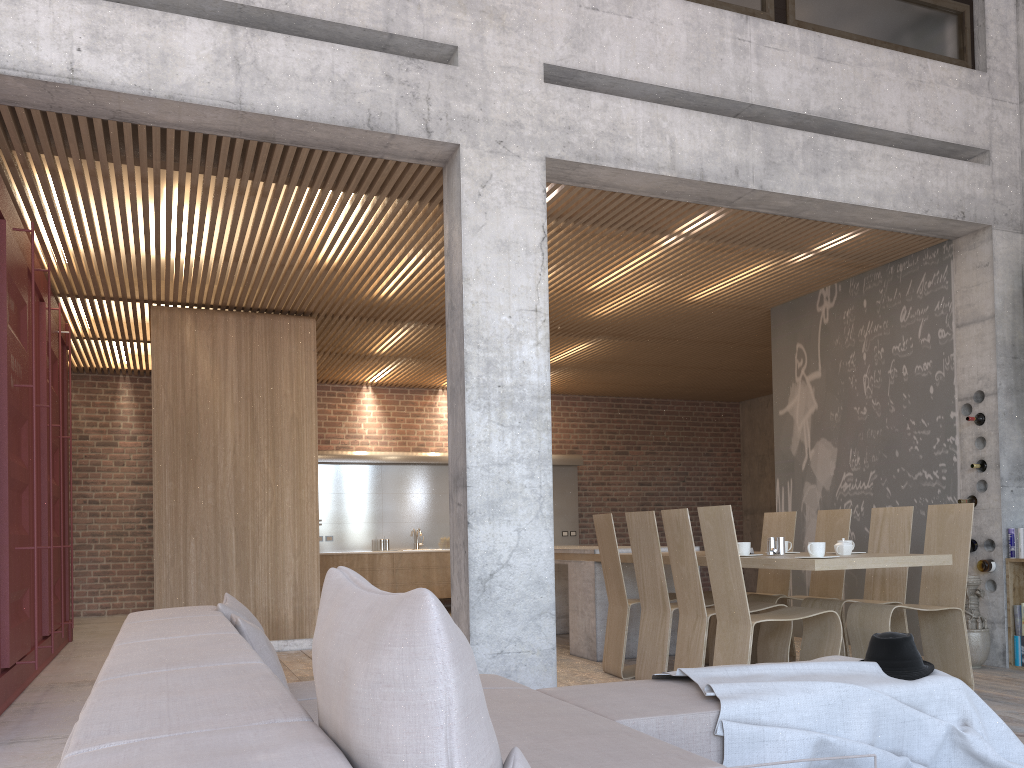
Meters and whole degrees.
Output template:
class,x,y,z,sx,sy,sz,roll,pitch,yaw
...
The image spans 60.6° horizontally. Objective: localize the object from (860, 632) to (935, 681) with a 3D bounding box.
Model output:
class,x,y,z,sx,sy,sz,roll,pitch,yaw
object,1.525,1.078,3.507,0.299,0.167,0.305,4,-9,-34

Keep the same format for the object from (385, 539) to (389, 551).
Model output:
class,x,y,z,sx,sy,sz,roll,pitch,yaw
object,-1.716,2.212,12.057,0.060,0.158,0.060,-1,-2,-6

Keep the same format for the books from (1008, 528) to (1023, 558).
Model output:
class,x,y,z,sx,sy,sz,roll,pitch,yaw
books,3.803,1.128,6.221,0.215,0.218,0.496,1,-9,-22

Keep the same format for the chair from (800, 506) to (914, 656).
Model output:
class,x,y,z,sx,sy,sz,roll,pitch,yaw
chair,2.360,1.436,5.982,0.722,1.185,0.351,1,-3,-26

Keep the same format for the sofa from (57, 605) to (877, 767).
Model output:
class,x,y,z,sx,sy,sz,roll,pitch,yaw
sofa,0.507,1.045,2.433,3.012,0.777,3.037,2,-10,-21

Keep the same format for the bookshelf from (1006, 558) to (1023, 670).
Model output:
class,x,y,z,sx,sy,sz,roll,pitch,yaw
bookshelf,4.742,1.232,3.987,0.303,0.792,5.393,0,-9,-22

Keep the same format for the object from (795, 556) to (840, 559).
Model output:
class,x,y,z,sx,sy,sz,roll,pitch,yaw
object,1.713,0.975,4.923,0.186,0.014,0.187,6,-12,-35

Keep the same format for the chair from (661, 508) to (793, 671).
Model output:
class,x,y,z,sx,sy,sz,roll,pitch,yaw
chair,1.369,1.388,5.587,0.722,1.185,0.351,0,-2,-17

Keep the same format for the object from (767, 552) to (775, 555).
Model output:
class,x,y,z,sx,sy,sz,roll,pitch,yaw
object,1.647,1.078,5.585,0.051,0.019,0.051,6,-11,-39

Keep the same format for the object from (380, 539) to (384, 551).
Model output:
class,x,y,z,sx,sy,sz,roll,pitch,yaw
object,-1.782,2.208,12.030,0.060,0.158,0.060,-1,-2,-6

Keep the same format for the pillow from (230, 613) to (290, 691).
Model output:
class,x,y,z,sx,sy,sz,roll,pitch,yaw
pillow,-0.837,0.934,2.890,0.187,0.355,0.374,0,-6,-22

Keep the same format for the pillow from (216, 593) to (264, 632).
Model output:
class,x,y,z,sx,sy,sz,roll,pitch,yaw
pillow,-1.002,0.963,3.248,0.188,0.363,0.366,0,-6,-17

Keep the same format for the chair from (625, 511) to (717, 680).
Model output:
class,x,y,z,sx,sy,sz,roll,pitch,yaw
chair,1.197,1.474,6.063,0.722,1.185,0.351,0,-2,-25

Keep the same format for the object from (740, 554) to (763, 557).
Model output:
class,x,y,z,sx,sy,sz,roll,pitch,yaw
object,1.482,1.099,5.613,0.186,0.014,0.187,6,-12,-35

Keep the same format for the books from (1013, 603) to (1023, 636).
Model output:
class,x,y,z,sx,sy,sz,roll,pitch,yaw
books,3.878,1.664,6.095,0.300,0.259,0.726,1,-9,-17

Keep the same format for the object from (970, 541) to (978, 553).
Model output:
class,x,y,z,sx,sy,sz,roll,pitch,yaw
object,3.594,1.242,6.714,0.335,0.089,0.091,3,-7,-22

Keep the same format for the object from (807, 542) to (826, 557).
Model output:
class,x,y,z,sx,sy,sz,roll,pitch,yaw
object,1.707,0.931,4.911,0.093,0.087,0.118,-4,-7,22

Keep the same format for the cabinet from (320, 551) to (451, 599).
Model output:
class,x,y,z,sx,sy,sz,roll,pitch,yaw
cabinet,-0.829,2.008,12.575,4.117,2.058,1.085,2,-4,-22

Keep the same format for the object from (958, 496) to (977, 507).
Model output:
class,x,y,z,sx,sy,sz,roll,pitch,yaw
object,3.523,0.892,6.662,0.338,0.094,0.096,3,-7,-22

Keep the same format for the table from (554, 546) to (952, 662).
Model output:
class,x,y,z,sx,sy,sz,roll,pitch,yaw
table,1.149,1.830,7.324,1.012,0.911,5.257,1,-10,-22

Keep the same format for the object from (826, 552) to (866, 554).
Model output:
class,x,y,z,sx,sy,sz,roll,pitch,yaw
object,2.157,1.095,5.666,0.185,0.014,0.188,2,-10,-18

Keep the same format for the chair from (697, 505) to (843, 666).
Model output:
class,x,y,z,sx,sy,sz,roll,pitch,yaw
chair,1.499,1.300,5.093,0.722,1.185,0.351,0,-2,-18

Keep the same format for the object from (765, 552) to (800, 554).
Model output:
class,x,y,z,sx,sy,sz,roll,pitch,yaw
object,1.868,1.169,6.059,0.185,0.014,0.188,0,-10,-9

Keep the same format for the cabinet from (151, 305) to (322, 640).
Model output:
class,x,y,z,sx,sy,sz,roll,pitch,yaw
cabinet,-3.236,1.166,9.945,1.517,3.097,3.801,0,-6,-22

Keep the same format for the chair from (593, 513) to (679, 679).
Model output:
class,x,y,z,sx,sy,sz,roll,pitch,yaw
chair,1.016,1.559,6.535,0.722,1.185,0.351,0,-2,-17

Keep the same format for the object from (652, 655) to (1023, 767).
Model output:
class,x,y,z,sx,sy,sz,roll,pitch,yaw
object,1.367,1.338,3.451,1.596,0.498,1.059,-1,-8,-3

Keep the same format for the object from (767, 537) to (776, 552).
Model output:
class,x,y,z,sx,sy,sz,roll,pitch,yaw
object,1.672,1.043,5.645,0.052,0.109,0.053,-2,-3,23

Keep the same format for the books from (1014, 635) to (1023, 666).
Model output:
class,x,y,z,sx,sy,sz,roll,pitch,yaw
books,3.756,1.929,6.341,0.204,0.218,0.276,1,-7,-22

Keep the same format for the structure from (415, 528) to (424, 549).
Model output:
class,x,y,z,sx,sy,sz,roll,pitch,yaw
structure,-1.281,2.265,12.350,0.115,0.472,0.250,0,-3,-22

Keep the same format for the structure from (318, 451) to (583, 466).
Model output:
class,x,y,z,sx,sy,sz,roll,pitch,yaw
structure,-0.852,1.077,12.606,4.080,0.156,0.210,3,-8,-22

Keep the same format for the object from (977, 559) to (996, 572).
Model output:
class,x,y,z,sx,sy,sz,roll,pitch,yaw
object,3.620,1.351,6.534,0.338,0.094,0.096,3,-7,-22

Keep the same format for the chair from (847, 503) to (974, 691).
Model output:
class,x,y,z,sx,sy,sz,roll,pitch,yaw
chair,2.502,1.348,5.494,0.722,1.185,0.351,0,-2,-22

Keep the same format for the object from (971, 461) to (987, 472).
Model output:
class,x,y,z,sx,sy,sz,roll,pitch,yaw
object,3.588,0.618,6.596,0.347,0.093,0.094,3,-7,-22

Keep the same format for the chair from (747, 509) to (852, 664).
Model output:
class,x,y,z,sx,sy,sz,roll,pitch,yaw
chair,2.097,1.517,6.422,0.722,1.185,0.351,0,-2,-22

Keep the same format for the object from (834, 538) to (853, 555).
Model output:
class,x,y,z,sx,sy,sz,roll,pitch,yaw
object,2.048,1.008,5.418,0.123,0.111,0.090,2,-6,-31

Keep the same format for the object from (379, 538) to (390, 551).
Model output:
class,x,y,z,sx,sy,sz,roll,pitch,yaw
object,-1.750,2.191,12.044,0.144,0.209,0.053,0,-2,-22

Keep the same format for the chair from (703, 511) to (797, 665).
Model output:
class,x,y,z,sx,sy,sz,roll,pitch,yaw
chair,1.853,1.600,6.870,0.722,1.185,0.351,1,-3,-28

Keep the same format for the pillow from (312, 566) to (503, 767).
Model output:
class,x,y,z,sx,sy,sz,roll,pitch,yaw
pillow,-0.137,0.526,1.176,0.221,0.552,0.570,0,-6,-20

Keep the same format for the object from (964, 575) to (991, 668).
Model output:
class,x,y,z,sx,sy,sz,roll,pitch,yaw
object,3.391,1.755,6.483,0.250,0.677,0.272,-3,-3,30

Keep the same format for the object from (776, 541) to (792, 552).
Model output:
class,x,y,z,sx,sy,sz,roll,pitch,yaw
object,1.870,1.131,6.069,0.094,0.087,0.117,-6,-9,42

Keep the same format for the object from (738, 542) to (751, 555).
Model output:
class,x,y,z,sx,sy,sz,roll,pitch,yaw
object,1.476,1.055,5.601,0.093,0.087,0.118,-4,-7,22

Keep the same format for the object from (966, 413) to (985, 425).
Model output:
class,x,y,z,sx,sy,sz,roll,pitch,yaw
object,3.545,0.266,6.589,0.335,0.089,0.091,3,-7,-22

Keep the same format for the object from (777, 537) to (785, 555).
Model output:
class,x,y,z,sx,sy,sz,roll,pitch,yaw
object,1.721,1.035,5.614,0.052,0.111,0.053,-2,-3,23

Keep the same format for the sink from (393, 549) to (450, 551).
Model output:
class,x,y,z,sx,sy,sz,roll,pitch,yaw
sink,-1.227,2.387,12.140,0.730,0.190,0.530,3,-10,-22

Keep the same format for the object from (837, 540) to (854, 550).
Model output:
class,x,y,z,sx,sy,sz,roll,pitch,yaw
object,2.158,1.057,5.676,0.093,0.087,0.118,-5,-8,32

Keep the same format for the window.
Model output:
class,x,y,z,sx,sy,sz,roll,pitch,yaw
window,-0.445,-2.768,5.022,8.441,0.605,0.114,3,-3,-22

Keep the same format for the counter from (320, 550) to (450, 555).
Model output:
class,x,y,z,sx,sy,sz,roll,pitch,yaw
counter,-0.743,2.340,12.371,4.080,0.020,0.662,3,-11,-22

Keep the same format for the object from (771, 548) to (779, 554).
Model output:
class,x,y,z,sx,sy,sz,roll,pitch,yaw
object,1.671,1.063,5.582,0.051,0.045,0.051,-1,-6,-4

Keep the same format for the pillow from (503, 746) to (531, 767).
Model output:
class,x,y,z,sx,sy,sz,roll,pitch,yaw
pillow,0.004,0.605,0.912,0.151,0.373,0.373,-2,-6,11
